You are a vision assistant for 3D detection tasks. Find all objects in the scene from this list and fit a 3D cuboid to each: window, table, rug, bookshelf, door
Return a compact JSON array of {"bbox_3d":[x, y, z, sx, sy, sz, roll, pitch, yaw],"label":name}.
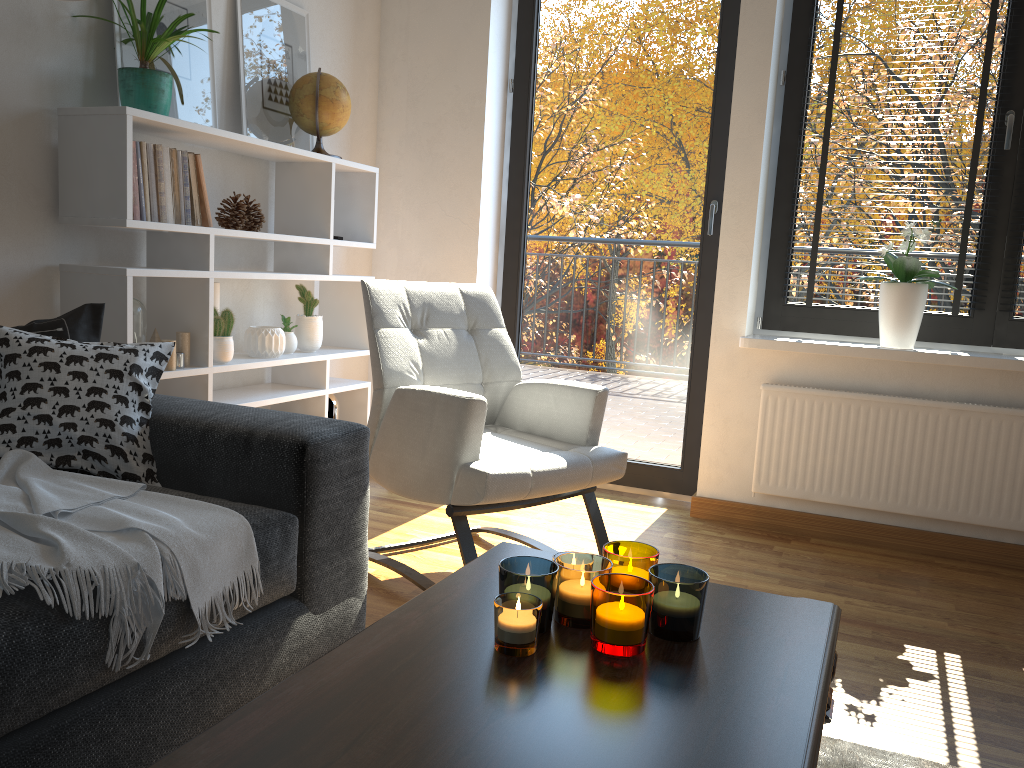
[{"bbox_3d":[6.770,0.249,13.805,21.823,18.408,12.950,-2,10,-37],"label":"window"},{"bbox_3d":[-0.006,0.553,0.922,0.570,0.410,1.178,7,8,22],"label":"table"},{"bbox_3d":[0.029,0.750,1.024,1.051,0.034,1.810,6,8,22],"label":"rug"},{"bbox_3d":[-0.870,-0.163,2.875,0.237,1.203,1.188,7,8,22],"label":"bookshelf"},{"bbox_3d":[0.401,-0.694,3.579,0.975,2.279,0.119,7,9,22],"label":"door"}]

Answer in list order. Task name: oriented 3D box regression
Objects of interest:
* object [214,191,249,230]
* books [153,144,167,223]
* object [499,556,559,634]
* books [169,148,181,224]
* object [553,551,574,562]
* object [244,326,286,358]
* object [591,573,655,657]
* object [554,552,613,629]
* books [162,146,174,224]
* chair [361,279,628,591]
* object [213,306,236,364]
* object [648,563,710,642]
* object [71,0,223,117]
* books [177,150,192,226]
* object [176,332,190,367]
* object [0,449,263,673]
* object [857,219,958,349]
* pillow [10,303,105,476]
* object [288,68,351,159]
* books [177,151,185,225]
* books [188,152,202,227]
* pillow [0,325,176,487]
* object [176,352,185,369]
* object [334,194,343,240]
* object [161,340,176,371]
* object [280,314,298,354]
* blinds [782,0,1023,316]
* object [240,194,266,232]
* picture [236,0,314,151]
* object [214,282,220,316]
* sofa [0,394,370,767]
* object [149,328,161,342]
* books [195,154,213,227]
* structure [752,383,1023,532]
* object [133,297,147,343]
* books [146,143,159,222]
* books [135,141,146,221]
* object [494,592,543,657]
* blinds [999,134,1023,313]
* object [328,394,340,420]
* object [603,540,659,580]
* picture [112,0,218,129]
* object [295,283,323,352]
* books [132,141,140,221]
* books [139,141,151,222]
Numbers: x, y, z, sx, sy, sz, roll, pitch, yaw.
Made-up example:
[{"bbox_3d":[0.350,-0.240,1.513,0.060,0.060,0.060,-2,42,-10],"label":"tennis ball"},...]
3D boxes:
[{"bbox_3d":[-0.876,-0.539,2.773,0.102,0.127,0.094,0,8,-22],"label":"object"},{"bbox_3d":[-1.003,-0.544,2.412,0.133,0.211,0.044,7,9,23],"label":"books"},{"bbox_3d":[0.020,0.276,1.159,0.079,0.081,0.079,6,8,17],"label":"object"},{"bbox_3d":[-0.985,-0.549,2.465,0.132,0.209,0.044,7,9,22],"label":"books"},{"bbox_3d":[0.086,0.277,1.263,0.059,0.061,0.059,7,9,27],"label":"object"},{"bbox_3d":[-0.818,-0.140,2.933,0.134,0.098,0.132,2,8,-7],"label":"object"},{"bbox_3d":[0.136,0.289,1.110,0.079,0.081,0.079,6,8,17],"label":"object"},{"bbox_3d":[0.093,0.277,1.187,0.079,0.081,0.079,6,8,17],"label":"object"},{"bbox_3d":[-0.997,-0.546,2.440,0.135,0.209,0.048,7,9,23],"label":"books"},{"bbox_3d":[-0.090,0.139,2.535,0.545,0.834,0.684,-4,10,-42],"label":"chair"},{"bbox_3d":[-0.880,-0.147,2.662,0.087,0.173,0.088,10,10,38],"label":"object"},{"bbox_3d":[0.216,0.287,1.164,0.079,0.081,0.079,6,8,17],"label":"object"},{"bbox_3d":[-0.986,-0.906,2.405,0.387,0.373,0.423,5,8,9],"label":"object"},{"bbox_3d":[-0.970,-0.554,2.507,0.133,0.208,0.044,7,9,23],"label":"books"},{"bbox_3d":[-0.949,-0.100,2.558,0.039,0.099,0.039,6,8,19],"label":"object"},{"bbox_3d":[-0.751,0.259,1.325,0.605,0.213,0.487,6,8,19],"label":"object"},{"bbox_3d":[1.336,-0.340,2.988,0.286,0.445,0.339,5,8,11],"label":"object"},{"bbox_3d":[-1.011,0.018,1.701,0.449,0.359,0.233,-3,10,-41],"label":"pillow"},{"bbox_3d":[-0.677,-0.945,3.123,0.215,0.306,0.216,10,10,39],"label":"object"},{"bbox_3d":[-0.978,-0.549,2.487,0.131,0.205,0.035,7,9,22],"label":"books"},{"bbox_3d":[-0.956,-0.557,2.540,0.128,0.212,0.061,7,9,23],"label":"books"},{"bbox_3d":[-0.825,0.048,1.686,0.358,0.313,0.169,0,9,-27],"label":"pillow"},{"bbox_3d":[-0.951,-0.067,2.516,0.040,0.044,0.040,-3,10,-41],"label":"object"},{"bbox_3d":[-0.665,-0.647,3.289,0.066,0.231,0.075,4,8,3],"label":"object"},{"bbox_3d":[-1.023,-0.085,2.466,0.176,0.084,0.078,2,8,-9],"label":"object"},{"bbox_3d":[-0.777,-0.174,3.063,0.072,0.137,0.072,4,8,3],"label":"object"},{"bbox_3d":[1.375,-0.965,3.090,0.710,1.425,0.049,7,9,22],"label":"blinds"},{"bbox_3d":[-0.842,-0.545,2.846,0.096,0.125,0.101,9,10,37],"label":"object"},{"bbox_3d":[-0.812,-1.060,3.056,0.059,0.533,0.389,7,8,22],"label":"picture"},{"bbox_3d":[-0.953,-0.203,2.808,0.051,0.238,0.051,10,10,40],"label":"object"},{"bbox_3d":[-0.761,0.330,0.660,2.162,0.849,2.505,6,8,22],"label":"sofa"},{"bbox_3d":[-1.023,-0.107,2.545,0.062,0.108,0.062,7,8,22],"label":"object"},{"bbox_3d":[-0.940,-0.559,2.568,0.132,0.204,0.070,7,9,23],"label":"books"},{"bbox_3d":[1.550,0.299,2.928,1.456,0.460,0.078,6,8,21],"label":"structure"},{"bbox_3d":[-1.068,-0.143,2.450,0.108,0.198,0.108,9,9,34],"label":"object"},{"bbox_3d":[-1.018,-0.541,2.390,0.136,0.209,0.044,7,9,23],"label":"books"},{"bbox_3d":[-1.033,-0.536,2.354,0.136,0.210,0.033,7,9,23],"label":"books"},{"bbox_3d":[0.006,0.295,1.086,0.059,0.061,0.059,7,9,27],"label":"object"},{"bbox_3d":[2.038,-0.891,2.815,0.710,1.425,0.049,7,9,22],"label":"blinds"},{"bbox_3d":[-0.707,0.148,3.324,0.118,0.247,0.126,8,9,30],"label":"object"},{"bbox_3d":[0.165,0.272,1.255,0.079,0.081,0.079,6,8,17],"label":"object"},{"bbox_3d":[-1.011,-1.013,2.590,0.059,0.533,0.389,7,8,22],"label":"picture"},{"bbox_3d":[-0.722,-0.232,3.159,0.098,0.236,0.097,5,8,10],"label":"object"},{"bbox_3d":[-1.041,-0.535,2.333,0.129,0.206,0.043,7,9,22],"label":"books"},{"bbox_3d":[-1.025,-0.540,2.368,0.129,0.210,0.035,7,9,22],"label":"books"}]
